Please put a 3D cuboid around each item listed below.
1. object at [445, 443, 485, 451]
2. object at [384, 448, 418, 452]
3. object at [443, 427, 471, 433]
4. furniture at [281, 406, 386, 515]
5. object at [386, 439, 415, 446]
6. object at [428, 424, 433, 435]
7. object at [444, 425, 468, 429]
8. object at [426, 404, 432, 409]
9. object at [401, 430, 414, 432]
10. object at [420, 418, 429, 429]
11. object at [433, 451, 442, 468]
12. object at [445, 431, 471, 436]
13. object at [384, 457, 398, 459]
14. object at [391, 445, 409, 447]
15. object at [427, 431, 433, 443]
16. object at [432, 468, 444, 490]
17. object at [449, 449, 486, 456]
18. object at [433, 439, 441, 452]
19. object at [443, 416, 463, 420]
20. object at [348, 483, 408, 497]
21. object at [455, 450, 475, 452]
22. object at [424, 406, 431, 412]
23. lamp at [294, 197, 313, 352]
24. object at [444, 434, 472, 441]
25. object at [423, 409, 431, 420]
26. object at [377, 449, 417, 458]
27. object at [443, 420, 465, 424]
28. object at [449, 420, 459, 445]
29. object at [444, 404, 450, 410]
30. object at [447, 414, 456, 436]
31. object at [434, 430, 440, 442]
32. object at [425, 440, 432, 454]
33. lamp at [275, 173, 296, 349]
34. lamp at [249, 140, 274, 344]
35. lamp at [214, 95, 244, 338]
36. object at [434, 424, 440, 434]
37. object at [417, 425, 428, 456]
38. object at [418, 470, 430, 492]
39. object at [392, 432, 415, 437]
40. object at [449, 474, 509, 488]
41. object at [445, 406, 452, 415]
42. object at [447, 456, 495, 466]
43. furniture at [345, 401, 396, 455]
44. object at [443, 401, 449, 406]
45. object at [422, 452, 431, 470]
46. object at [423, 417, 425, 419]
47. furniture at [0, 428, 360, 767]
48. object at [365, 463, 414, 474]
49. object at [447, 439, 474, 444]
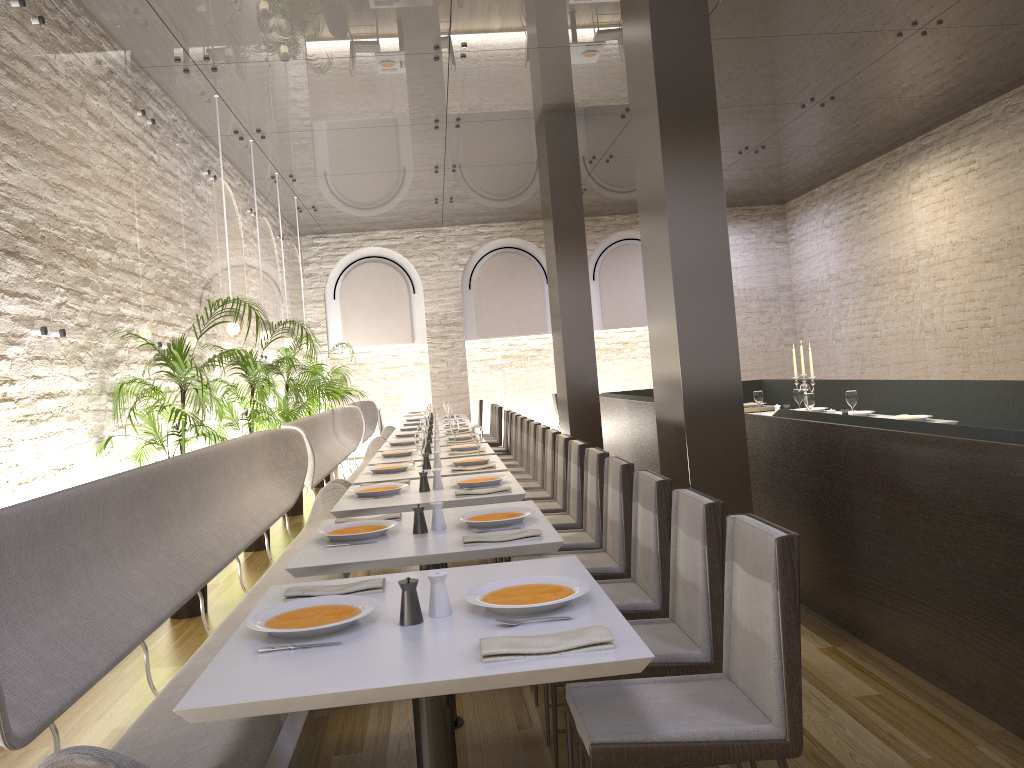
[{"bbox_3d":[-0.370,0.507,7.025,0.322,0.036,0.321,-5,1,-23],"label":"object"},{"bbox_3d":[-0.914,0.554,7.321,0.273,0.033,0.142,-5,1,-5],"label":"object"},{"bbox_3d":[-0.569,0.490,9.347,0.322,0.036,0.321,-5,1,-27],"label":"object"},{"bbox_3d":[-1.500,0.806,8.505,0.709,1.098,4.472,-5,1,-5],"label":"furniture"},{"bbox_3d":[-1.002,0.543,8.136,0.322,0.036,0.321,-5,1,-27],"label":"object"},{"bbox_3d":[-0.857,0.476,9.257,0.059,0.109,0.059,-4,-1,-13],"label":"object"},{"bbox_3d":[-0.634,0.492,10.103,0.273,0.033,0.142,-5,1,-5],"label":"object"},{"bbox_3d":[-1.169,0.396,12.476,0.086,0.231,0.086,-5,-1,25],"label":"object"},{"bbox_3d":[-1.186,0.539,10.232,0.185,0.010,0.017,-5,0,-5],"label":"object"},{"bbox_3d":[-0.782,0.428,7.964,0.086,0.231,0.086,-6,-2,37],"label":"object"},{"bbox_3d":[-0.493,0.494,5.827,0.059,0.109,0.059,-5,-1,3],"label":"object"},{"bbox_3d":[-0.539,0.500,8.989,0.273,0.033,0.142,-5,1,-5],"label":"object"},{"bbox_3d":[-0.891,0.563,6.796,0.185,0.010,0.017,-5,0,-5],"label":"object"},{"bbox_3d":[-0.990,0.555,7.953,0.185,0.010,0.017,-5,0,-5],"label":"object"},{"bbox_3d":[-0.757,0.484,8.091,0.059,0.109,0.059,-4,-1,-13],"label":"object"},{"bbox_3d":[-0.396,0.502,4.699,0.059,0.109,0.059,-4,-1,-13],"label":"object"},{"bbox_3d":[-0.340,0.516,6.666,0.273,0.033,0.142,-5,1,-5],"label":"object"},{"bbox_3d":[-0.592,0.486,6.986,0.059,0.109,0.059,-4,-1,-13],"label":"object"},{"bbox_3d":[-0.826,0.477,12.337,0.273,0.033,0.142,-5,1,-5],"label":"object"},{"bbox_3d":[-0.707,0.567,4.693,0.322,0.036,0.321,-5,1,-27],"label":"object"},{"bbox_3d":[-0.358,0.516,6.842,0.181,0.015,0.038,-5,0,-4],"label":"object"},{"bbox_3d":[-1.073,0.404,11.354,0.086,0.231,0.086,-5,-1,25],"label":"object"},{"bbox_3d":[-2.758,-1.432,11.599,0.178,2.043,0.177,-4,-2,-26],"label":"lamp"},{"bbox_3d":[-0.469,0.498,8.181,0.322,0.036,0.321,-5,1,-27],"label":"object"},{"bbox_3d":[-0.979,0.412,10.261,0.086,0.231,0.086,-5,-1,25],"label":"object"},{"bbox_3d":[-0.904,0.551,6.980,0.322,0.036,0.321,-5,1,-23],"label":"object"},{"bbox_3d":[-0.728,0.485,11.201,0.273,0.033,0.142,-5,1,-5],"label":"object"},{"bbox_3d":[-0.471,0.411,7.307,0.086,0.231,0.086,-5,-1,1],"label":"object"},{"bbox_3d":[-0.859,0.380,11.828,0.086,0.231,0.086,-5,-1,25],"label":"object"},{"bbox_3d":[-0.568,0.404,8.438,0.086,0.231,0.086,-6,-2,37],"label":"object"},{"bbox_3d":[-0.692,0.478,8.143,0.059,0.109,0.059,-4,-1,-13],"label":"object"},{"bbox_3d":[-0.658,0.492,6.934,0.059,0.109,0.059,-4,-1,-13],"label":"object"},{"bbox_3d":[-2.639,-1.422,10.217,0.178,2.043,0.177,-4,-2,-26],"label":"lamp"},{"bbox_3d":[-2.518,-1.413,8.807,0.178,2.043,0.177,-4,-2,-20],"label":"lamp"},{"bbox_3d":[-2.399,-1.403,7.410,0.177,2.043,0.177,-5,-2,16],"label":"lamp"},{"bbox_3d":[-0.792,0.470,9.309,0.059,0.109,0.059,-4,-1,-13],"label":"object"},{"bbox_3d":[-0.685,0.436,6.833,0.086,0.231,0.086,-6,-2,43],"label":"object"},{"bbox_3d":[-0.462,0.508,4.648,0.059,0.109,0.059,-4,-1,-13],"label":"object"},{"bbox_3d":[-1.102,0.535,9.302,0.322,0.036,0.321,-5,1,-27],"label":"object"},{"bbox_3d":[-0.173,0.522,4.738,0.322,0.036,0.321,-5,1,-27],"label":"object"},{"bbox_3d":[-0.765,0.388,10.735,0.086,0.231,0.086,-5,-1,25],"label":"object"},{"bbox_3d":[-0.270,0.515,5.866,0.321,0.036,0.322,-4,1,30],"label":"object"},{"bbox_3d":[-1.813,0.781,12.166,0.707,1.098,2.582,-5,0,-5],"label":"furniture"},{"bbox_3d":[-0.955,0.372,12.950,0.086,0.231,0.086,-5,-1,25],"label":"object"},{"bbox_3d":[-0.559,0.500,5.776,0.059,0.109,0.059,-5,-1,3],"label":"object"},{"bbox_3d":[-1.400,0.515,12.992,0.273,0.033,0.142,-5,1,-5],"label":"object"},{"bbox_3d":[-1.104,0.838,3.885,0.709,1.098,4.472,-5,1,-5],"label":"furniture"},{"bbox_3d":[-0.804,0.559,5.821,0.321,0.036,0.322,-4,1,30],"label":"object"},{"bbox_3d":[-0.439,0.508,7.823,0.273,0.033,0.142,-5,1,-5],"label":"object"}]
